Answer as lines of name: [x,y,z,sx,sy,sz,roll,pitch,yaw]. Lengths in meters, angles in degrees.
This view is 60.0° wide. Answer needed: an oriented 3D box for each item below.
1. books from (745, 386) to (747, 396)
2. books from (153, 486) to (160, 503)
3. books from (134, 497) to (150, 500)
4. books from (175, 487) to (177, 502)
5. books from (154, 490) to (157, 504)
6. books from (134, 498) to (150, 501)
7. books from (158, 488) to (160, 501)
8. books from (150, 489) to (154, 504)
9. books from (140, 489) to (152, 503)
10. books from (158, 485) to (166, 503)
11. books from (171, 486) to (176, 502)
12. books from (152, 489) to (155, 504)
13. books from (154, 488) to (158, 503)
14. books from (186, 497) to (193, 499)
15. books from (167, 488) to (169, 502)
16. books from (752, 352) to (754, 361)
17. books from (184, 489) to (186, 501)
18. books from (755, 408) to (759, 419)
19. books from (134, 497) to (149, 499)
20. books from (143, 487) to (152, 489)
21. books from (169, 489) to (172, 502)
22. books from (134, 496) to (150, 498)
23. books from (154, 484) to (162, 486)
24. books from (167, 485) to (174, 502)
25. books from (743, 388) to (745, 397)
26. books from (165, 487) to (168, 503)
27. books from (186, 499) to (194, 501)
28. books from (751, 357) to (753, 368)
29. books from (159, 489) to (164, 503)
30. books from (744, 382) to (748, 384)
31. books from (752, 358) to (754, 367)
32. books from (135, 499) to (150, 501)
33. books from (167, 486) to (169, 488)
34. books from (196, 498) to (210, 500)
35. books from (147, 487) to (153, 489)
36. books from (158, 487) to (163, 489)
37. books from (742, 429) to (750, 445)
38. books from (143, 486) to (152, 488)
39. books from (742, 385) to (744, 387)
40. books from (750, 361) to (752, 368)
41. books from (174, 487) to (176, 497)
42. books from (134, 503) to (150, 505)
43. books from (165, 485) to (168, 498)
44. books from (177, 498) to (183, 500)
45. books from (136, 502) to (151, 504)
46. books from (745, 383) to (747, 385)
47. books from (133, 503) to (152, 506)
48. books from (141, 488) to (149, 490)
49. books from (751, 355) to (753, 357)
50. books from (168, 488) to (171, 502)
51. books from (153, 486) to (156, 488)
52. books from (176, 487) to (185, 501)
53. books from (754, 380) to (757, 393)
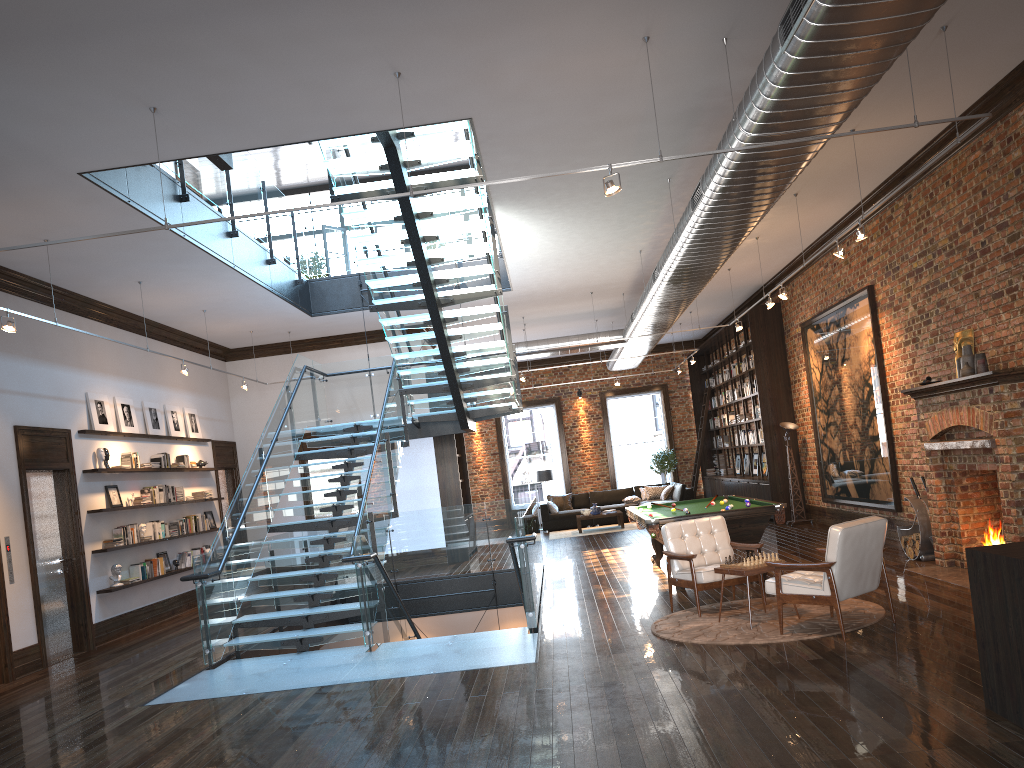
books: [5.073,0.132,18.904,0.173,0.283,0.013,-7,-1,3]
books: [-5.146,1.595,12.703,0.168,0.251,0.022,-7,-1,3]
books: [-5.164,1.598,12.360,0.142,0.011,0.257,-7,-6,-1]
books: [-5.107,1.665,13.292,0.156,0.218,0.013,-7,-1,3]
books: [-5.135,1.613,12.592,0.160,0.191,0.006,-7,-1,3]
books: [-5.165,1.609,12.360,0.142,0.011,0.257,-7,-6,0]
books: [-5.143,1.614,12.770,0.137,0.227,0.022,-7,-1,3]
books: [-5.148,1.598,12.539,0.153,0.212,0.005,-7,-1,3]
books: [-5.166,1.598,12.518,0.142,0.213,0.005,-7,-1,3]
books: [-5.139,1.611,12.932,0.158,0.262,0.026,-7,-1,3]
books: [-5.115,1.651,13.236,0.169,0.237,0.021,-7,-1,3]
books: [-5.139,1.601,12.557,0.157,0.208,0.005,-7,-1,3]
books: [-5.133,1.605,12.639,0.167,0.215,0.013,-7,-1,3]
books: [-5.090,1.785,13.833,0.142,0.011,0.257,-7,-6,0]
books: [-5.132,1.643,13.055,0.152,0.220,0.014,-7,-1,3]
books: [4.942,-0.492,17.821,0.180,0.331,0.016,-7,-1,3]
books: [-5.106,1.720,13.663,0.140,0.181,0.030,-7,-1,3]
books: [5.087,0.595,18.158,0.184,0.221,0.033,-7,-1,3]
books: [-5.169,1.588,12.360,0.141,0.011,0.287,-7,-6,4]
books: [-5.167,1.593,12.586,0.132,0.235,0.009,-7,-1,3]
books: [-5.125,1.669,13.174,0.130,0.191,0.024,-7,-1,3]
books: [-5.164,1.577,12.360,0.141,0.011,0.289,-7,-6,-2]
books: [-5.155,1.608,12.953,0.118,0.276,0.014,-7,-1,3]
books: [-5.130,1.639,13.202,0.143,0.257,0.049,-7,-1,3]
books: [5.063,0.186,19.055,0.224,0.208,0.064,-7,-1,3]
books: [-5.129,1.628,12.971,0.163,0.234,0.025,-7,-1,3]
books: [-5.090,1.818,13.833,0.141,0.011,0.287,-7,-6,3]
books: [4.956,-0.432,17.992,0.184,0.241,0.030,-7,-1,3]
books: [-5.121,1.624,12.812,0.184,0.209,0.064,-7,-1,3]
books: [5.087,0.133,19.144,0.143,0.323,0.116,-7,-1,2]
books: [4.964,-0.430,17.962,0.168,0.231,0.028,-7,-1,3]
books: [-5.162,1.620,12.359,0.142,0.011,0.257,-7,-6,-1]
books: [-5.136,1.638,13.151,0.115,0.252,0.022,-7,-1,3]
books: [-5.026,1.872,14.434,0.193,0.007,0.347,-7,-6,-3]
books: [-5.157,1.590,12.599,0.139,0.243,0.005,-7,-1,3]
books: [-5.141,1.620,12.879,0.151,0.235,0.026,-7,-1,3]
books: [5.237,1.184,19.787,0.183,0.335,0.015,-7,-1,3]
books: [-5.166,1.587,12.618,0.137,0.253,0.033,-7,-1,3]
books: [5.068,0.159,19.134,0.179,0.274,0.098,-7,-1,3]
books: [4.956,-0.396,18.049,0.190,0.182,0.025,-7,-1,3]
books: [-5.118,1.666,13.278,0.161,0.216,0.015,-7,-1,3]
books: [-5.153,1.672,12.359,0.141,0.011,0.289,-8,-6,7]
books: [-5.137,1.618,13.018,0.158,0.265,0.011,-7,-1,3]
books: [-5.112,1.753,13.449,0.141,0.011,0.287,-7,-6,3]
books: [-5.155,1.662,12.359,0.142,0.011,0.258,-7,-6,-2]
books: [5.065,0.120,18.889,0.152,0.306,0.016,-7,-1,3]
books: [-5.158,1.684,12.359,0.141,0.011,0.287,-7,-6,4]
books: [-5.173,1.593,12.527,0.114,0.225,0.012,-7,-1,3]
books: [4.971,-0.450,18.094,0.150,0.294,0.032,-7,-1,3]
books: [-5.124,1.654,13.106,0.136,0.209,0.066,-7,-1,3]
books: [-5.150,1.595,12.687,0.146,0.248,0.006,-7,-1,3]
books: [-5.099,1.692,13.605,0.142,0.224,0.012,-7,-1,3]
books: [4.965,0.032,17.656,0.245,0.265,0.038,-7,-1,3]
